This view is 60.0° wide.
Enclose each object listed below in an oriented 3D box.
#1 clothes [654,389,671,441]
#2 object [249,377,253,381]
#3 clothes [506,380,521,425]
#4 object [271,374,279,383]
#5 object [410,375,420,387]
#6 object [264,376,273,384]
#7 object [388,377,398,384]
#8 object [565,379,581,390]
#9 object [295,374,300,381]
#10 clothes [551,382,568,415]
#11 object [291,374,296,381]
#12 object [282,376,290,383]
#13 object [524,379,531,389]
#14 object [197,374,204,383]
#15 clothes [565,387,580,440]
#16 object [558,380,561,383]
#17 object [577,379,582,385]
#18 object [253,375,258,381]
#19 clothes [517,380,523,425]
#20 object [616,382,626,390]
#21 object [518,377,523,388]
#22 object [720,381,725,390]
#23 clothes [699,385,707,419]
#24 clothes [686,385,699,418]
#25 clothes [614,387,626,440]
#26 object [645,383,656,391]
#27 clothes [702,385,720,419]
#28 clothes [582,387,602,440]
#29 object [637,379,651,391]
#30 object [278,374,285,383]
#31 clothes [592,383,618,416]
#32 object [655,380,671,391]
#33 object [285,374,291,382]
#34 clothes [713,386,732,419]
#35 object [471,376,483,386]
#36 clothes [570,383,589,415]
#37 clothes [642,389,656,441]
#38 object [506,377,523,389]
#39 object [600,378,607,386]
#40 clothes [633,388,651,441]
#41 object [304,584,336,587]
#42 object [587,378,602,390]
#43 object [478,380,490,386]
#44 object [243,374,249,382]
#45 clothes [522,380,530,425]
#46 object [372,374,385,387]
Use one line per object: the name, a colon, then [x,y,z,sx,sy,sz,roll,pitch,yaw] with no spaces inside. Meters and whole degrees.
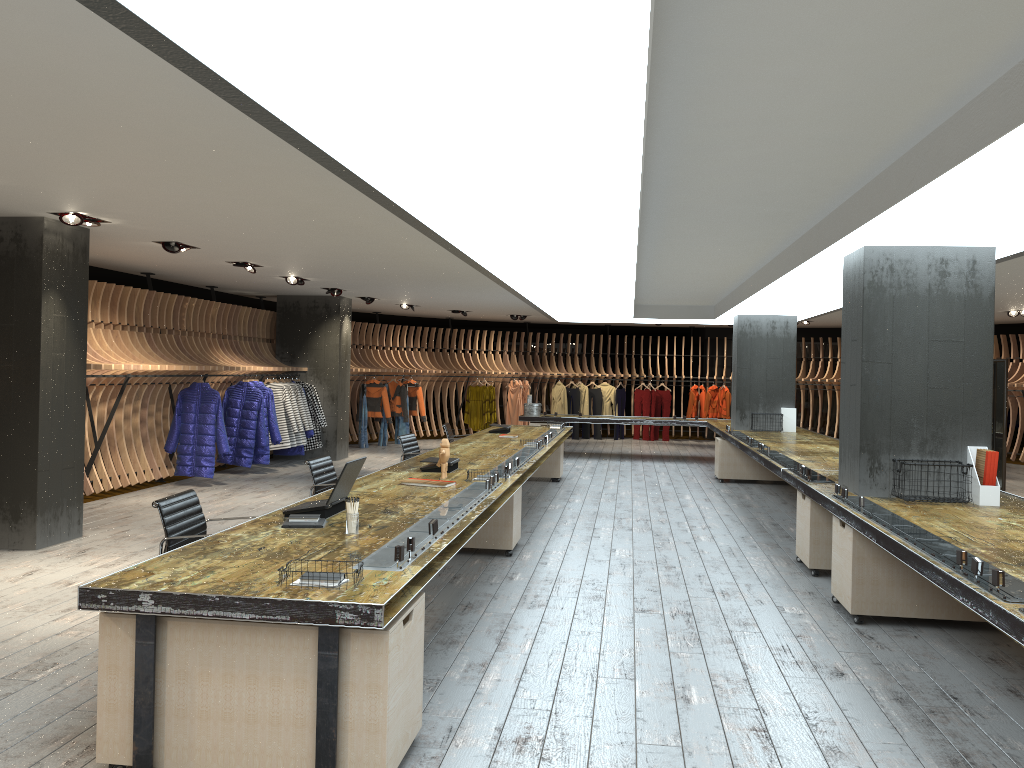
clothes: [3.554,0.788,21.108,0.093,1.338,0.552,1,0,-42]
object: [-3.819,-0.005,12.987,0.523,0.291,0.012,1,0,8]
clothes: [0.040,0.484,20.443,0.447,1.156,0.125,1,0,42]
object: [-3.693,-0.004,13.856,0.518,0.313,0.012,1,0,8]
object: [-2.125,-0.060,18.694,0.525,0.270,0.012,2,0,38]
object: [-3.724,-0.002,13.623,0.518,0.313,0.012,1,0,8]
object: [-2.444,-0.058,18.256,0.525,0.270,0.012,2,0,28]
object: [1.416,-0.011,20.939,0.525,0.270,0.012,2,0,43]
object: [-3.570,-0.008,14.836,0.518,0.313,0.012,1,0,8]
clothes: [1.096,0.405,20.856,0.250,0.890,0.705,1,0,-32]
object: [-3.591,-0.004,14.649,0.516,0.316,0.012,1,0,8]
object: [-3.635,-0.010,14.294,0.518,0.313,0.012,1,0,8]
object: [0.309,-0.032,20.556,0.012,0.270,0.525,1,1,-27]
object: [-4.038,0.004,11.469,0.525,0.270,0.012,1,0,8]
clothes: [1.392,0.737,20.935,0.539,1.353,0.087,1,0,42]
object: [1.116,-0.016,20.862,0.012,0.270,0.525,1,1,-27]
object: [1.607,-0.006,20.993,0.012,0.270,0.525,1,0,-37]
object: [-3.812,-0.016,13.167,0.525,0.270,0.012,1,0,8]
clothes: [0.144,0.485,20.496,0.125,1.156,0.447,1,0,-23]
object: [2.591,0.010,21.125,0.012,0.270,0.525,1,1,33]
object: [0.155,-0.035,20.502,0.012,0.270,0.525,1,1,-22]
object: [4.975,0.072,20.839,0.012,0.270,0.525,1,1,-12]
clothes: [4.527,0.465,20.993,0.201,0.881,0.839,1,0,13]
clothes: [4.292,0.459,20.990,0.201,0.881,0.839,1,0,23]
clothes: [2.570,0.757,21.129,0.087,1.353,0.539,1,0,32]
object: [3.289,0.028,21.130,0.012,0.270,0.525,1,1,-22]
clothes: [4.721,0.470,20.897,0.201,0.881,0.839,1,0,38]
clothes: [1.898,0.747,21.039,0.539,1.353,0.087,1,0,32]
object: [3.123,0.024,21.139,0.012,0.270,0.525,1,0,-37]
object: [-3.659,-0.008,14.116,0.518,0.313,0.012,1,0,8]
clothes: [2.199,0.424,21.083,0.705,0.890,0.250,1,0,28]
object: [3.577,0.035,21.110,0.012,0.270,0.525,1,0,-42]
object: [-3.666,-0.033,14.499,0.525,0.270,0.012,1,0,8]
clothes: [4.953,0.477,20.815,0.201,0.881,0.839,1,0,-12]
object: [-0.774,-0.044,19.950,0.525,0.270,0.012,2,0,38]
clothes: [1.606,0.414,20.999,0.250,0.890,0.705,1,0,-42]
clothes: [3.266,0.781,21.130,0.093,1.338,0.552,1,0,-22]
object: [0.048,-0.037,20.448,0.525,0.270,0.012,2,0,43]
object: [2.214,0.004,21.094,0.525,0.270,0.012,2,0,33]
clothes: [3.100,0.777,21.137,0.093,1.338,0.552,1,0,-37]
object: [-0.736,0.762,3.419,0.176,0.004,0.130,1,1,12]
object: [1.910,-0.001,21.037,0.525,0.270,0.012,2,0,33]
object: [-0.627,-0.043,20.059,0.525,0.270,0.012,2,0,38]
object: [-3.871,0.001,12.852,0.523,0.292,0.012,1,0,8]
clothes: [0.295,0.488,20.560,0.125,1.156,0.447,1,0,-28]
object: [-2.765,-0.061,17.757,0.525,0.270,0.012,2,0,23]
